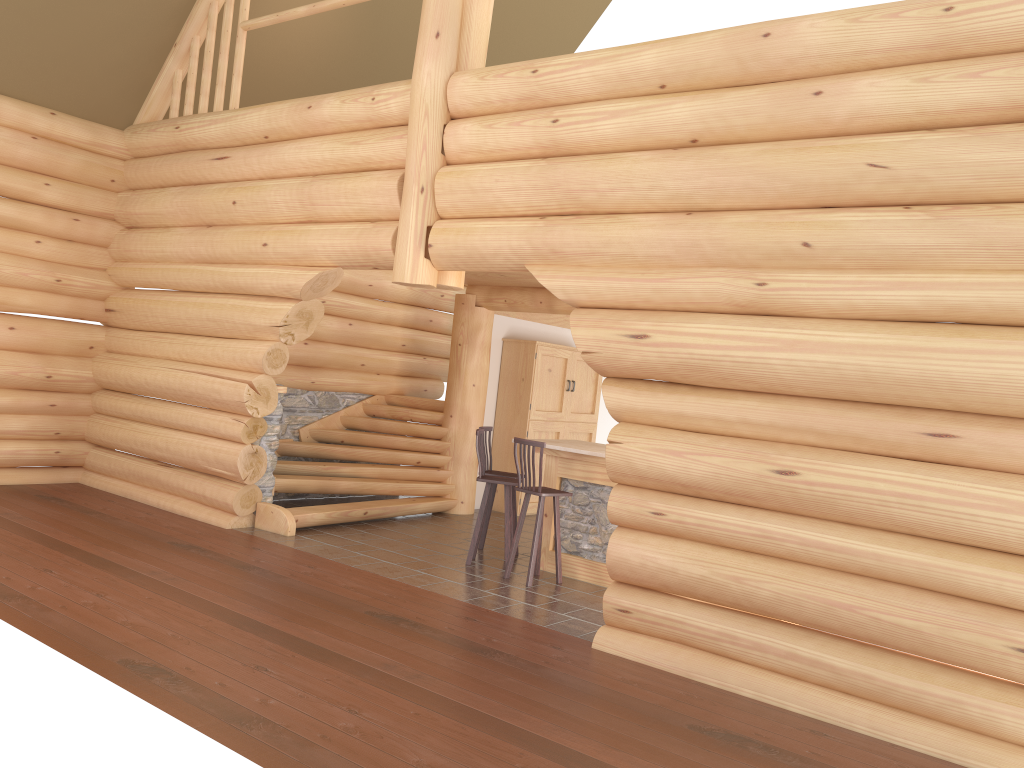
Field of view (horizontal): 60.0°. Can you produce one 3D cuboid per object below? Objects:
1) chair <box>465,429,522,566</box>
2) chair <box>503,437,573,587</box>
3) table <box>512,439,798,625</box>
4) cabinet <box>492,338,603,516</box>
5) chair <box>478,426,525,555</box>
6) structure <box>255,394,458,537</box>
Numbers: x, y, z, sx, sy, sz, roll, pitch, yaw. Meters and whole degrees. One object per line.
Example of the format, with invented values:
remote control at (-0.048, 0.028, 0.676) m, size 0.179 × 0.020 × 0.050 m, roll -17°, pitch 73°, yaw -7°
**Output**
chair at (-0.172, 1.134, 8.822) m, size 0.504 × 1.319 × 0.406 m, roll 6°, pitch 0°, yaw 6°
chair at (0.247, 1.183, 8.281) m, size 0.504 × 1.319 × 0.406 m, roll 6°, pitch 1°, yaw -43°
table at (1.559, 1.356, 8.462) m, size 3.220 × 1.257 × 1.196 m, roll 6°, pitch 0°, yaw 37°
cabinet at (0.539, 0.639, 12.987) m, size 0.670 × 2.403 × 1.847 m, roll 6°, pitch 0°, yaw 37°
chair at (-0.147, 1.134, 9.343) m, size 0.504 × 1.319 × 0.406 m, roll 6°, pitch 0°, yaw 17°
structure at (-2.105, 0.752, 11.134) m, size 1.951 × 1.643 × 3.604 m, roll 6°, pitch 0°, yaw 31°
